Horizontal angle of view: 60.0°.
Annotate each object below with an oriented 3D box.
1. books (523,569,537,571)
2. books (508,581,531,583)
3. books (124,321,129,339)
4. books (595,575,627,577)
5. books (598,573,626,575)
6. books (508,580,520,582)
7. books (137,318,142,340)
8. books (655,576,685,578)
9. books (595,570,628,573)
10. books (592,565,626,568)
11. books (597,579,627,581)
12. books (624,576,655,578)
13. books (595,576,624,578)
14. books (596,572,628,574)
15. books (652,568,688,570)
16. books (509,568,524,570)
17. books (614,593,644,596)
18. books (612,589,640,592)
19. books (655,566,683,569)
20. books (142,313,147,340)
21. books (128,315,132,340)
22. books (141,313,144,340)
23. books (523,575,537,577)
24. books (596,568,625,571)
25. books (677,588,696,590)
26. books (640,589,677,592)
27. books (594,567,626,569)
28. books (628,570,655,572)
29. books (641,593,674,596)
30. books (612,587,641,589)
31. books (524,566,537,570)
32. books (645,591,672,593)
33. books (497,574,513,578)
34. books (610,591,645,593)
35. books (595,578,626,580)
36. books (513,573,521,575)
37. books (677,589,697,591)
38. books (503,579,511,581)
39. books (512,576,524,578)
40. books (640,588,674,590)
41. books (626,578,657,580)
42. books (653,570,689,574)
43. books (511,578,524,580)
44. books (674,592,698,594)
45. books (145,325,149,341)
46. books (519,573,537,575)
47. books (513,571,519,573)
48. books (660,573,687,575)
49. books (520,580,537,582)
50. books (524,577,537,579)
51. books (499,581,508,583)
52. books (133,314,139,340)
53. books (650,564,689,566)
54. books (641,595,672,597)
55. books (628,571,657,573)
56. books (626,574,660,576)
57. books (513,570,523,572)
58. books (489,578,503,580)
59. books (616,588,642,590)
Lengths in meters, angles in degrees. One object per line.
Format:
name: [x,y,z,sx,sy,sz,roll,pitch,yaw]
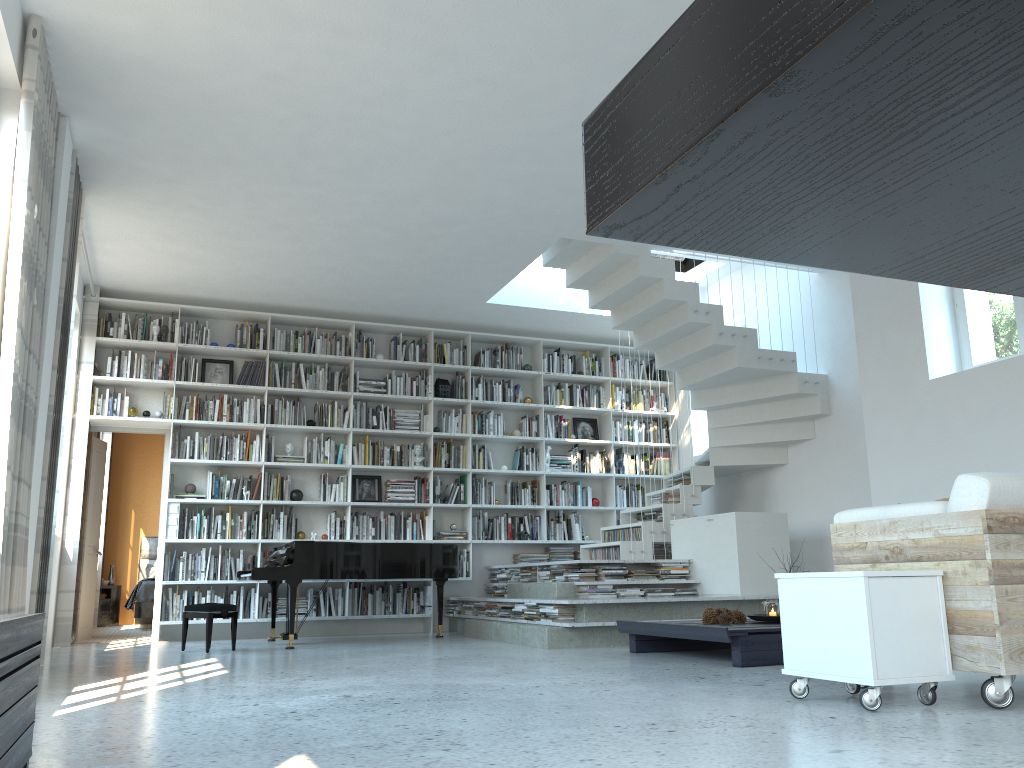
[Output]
books: [0.226,1.786,8.500,0.128,0.013,0.296,5,-14,-23]
books: [0.099,1.949,8.729,0.183,0.012,0.297,4,-14,-22]
books: [-3.670,-0.478,8.432,0.030,0.206,0.176,4,-13,-21]
books: [0.839,1.630,7.535,0.215,0.013,0.189,4,-14,-22]
books: [0.835,1.621,7.547,0.210,0.012,0.168,4,-14,-20]
books: [0.095,1.937,8.730,0.190,0.012,0.235,5,-14,-23]
books: [-3.572,-0.489,8.505,0.030,0.257,0.130,4,-13,-21]
books: [1.370,1.690,7.759,0.262,0.016,0.132,5,-14,-26]
books: [0.842,1.595,7.535,0.230,0.015,0.190,3,-13,-16]
books: [0.827,1.561,7.578,0.261,0.016,0.129,4,-14,-22]
books: [0.839,1.669,7.531,0.216,0.015,0.178,5,-14,-23]
books: [1.098,1.662,7.640,0.214,0.015,0.177,4,-14,-20]
books: [0.831,1.647,7.554,0.207,0.012,0.132,5,-14,-25]
books: [0.834,1.611,7.552,0.260,0.009,0.153,3,-13,-18]
books: [1.377,1.621,7.754,0.261,0.012,0.180,3,-13,-17]
books: [0.099,1.829,8.756,0.165,0.015,0.243,5,-14,-26]
books: [0.959,1.760,7.426,0.232,0.019,0.170,5,-14,-26]
books: [0.950,1.734,7.452,0.211,0.018,0.134,3,-13,-18]
books: [1.374,1.605,7.764,0.192,0.024,0.167,3,-13,-16]
books: [-3.531,-0.515,8.523,0.029,0.314,0.129,4,-13,-21]
books: [-3.637,-0.504,8.444,0.057,0.262,0.191,4,-13,-21]
books: [-3.547,-0.513,8.505,0.014,0.303,0.146,4,-13,-21]
books: [0.215,1.837,8.484,0.159,0.018,0.203,5,-14,-23]
books: [0.832,1.584,7.562,0.221,0.018,0.154,4,-14,-20]
books: [1.461,1.770,7.656,0.215,0.007,0.131,4,-13,-19]
books: [1.224,1.754,7.532,0.287,0.018,0.190,4,-14,-22]
books: [0.835,1.569,7.557,0.228,0.009,0.159,5,-14,-25]
books: [1.099,1.612,7.646,0.203,0.011,0.173,5,-14,-26]
books: [1.224,1.785,7.527,0.250,0.018,0.178,3,-13,-18]
books: [0.951,1.714,7.453,0.220,0.013,0.149,4,-14,-22]
books: [0.216,1.765,8.500,0.139,0.028,0.262,3,-13,-16]
books: [1.215,1.772,7.553,0.273,0.009,0.129,3,-13,-18]
books: [-0.020,1.951,9.017,0.189,0.030,0.238,5,-14,-24]
books: [0.955,1.747,7.439,0.272,0.012,0.159,5,-14,-23]
books: [0.833,1.658,7.547,0.227,0.012,0.148,5,-14,-23]
books: [0.113,1.874,8.752,0.144,0.013,0.221,3,-13,-18]
books: [1.461,1.781,7.654,0.229,0.014,0.133,4,-14,-22]
books: [0.009,1.994,9.019,0.131,0.021,0.240,4,-13,-19]
books: [0.113,1.902,8.745,0.154,0.018,0.221,4,-14,-22]
books: [1.214,1.742,7.540,0.275,0.009,0.177,4,-14,-21]
books: [1.092,1.680,7.651,0.294,0.014,0.134,5,-14,-24]
books: [1.375,1.643,7.756,0.284,0.030,0.177,4,-14,-20]
books: [0.102,1.921,8.737,0.164,0.023,0.242,3,-13,-17]
books: [1.464,1.801,7.641,0.234,0.017,0.152,4,-14,-20]
books: [-3.501,-0.453,8.510,0.024,0.187,0.159,4,-13,-21]
books: [0.206,1.819,8.484,0.179,0.017,0.293,4,-14,-20]
books: [0.111,1.855,8.755,0.160,0.010,0.180,4,-14,-21]
books: [1.372,1.667,7.760,0.268,0.014,0.160,4,-14,-22]
books: [0.200,1.880,8.468,0.182,0.011,0.254,3,-13,-17]
books: [0.226,1.854,8.485,0.138,0.017,0.238,4,-14,-22]
books: [-0.008,2.012,9.008,0.173,0.016,0.233,4,-14,-22]
books: [-3.598,-0.508,8.478,0.039,0.282,0.182,4,-13,-21]
books: [1.378,1.585,7.758,0.285,0.013,0.181,5,-14,-26]
books: [1.216,1.803,7.544,0.249,0.009,0.144,4,-14,-22]
books: [1.096,1.625,7.650,0.246,0.013,0.173,4,-14,-22]
books: [1.103,1.644,7.629,0.273,0.014,0.188,5,-14,-26]
books: [0.111,1.843,8.757,0.149,0.013,0.220,3,-13,-18]
books: [-0.121,2.042,9.277,0.175,0.017,0.266,3,-13,-18]
books: [0.952,1.722,7.449,0.242,0.005,0.153,4,-14,-20]
